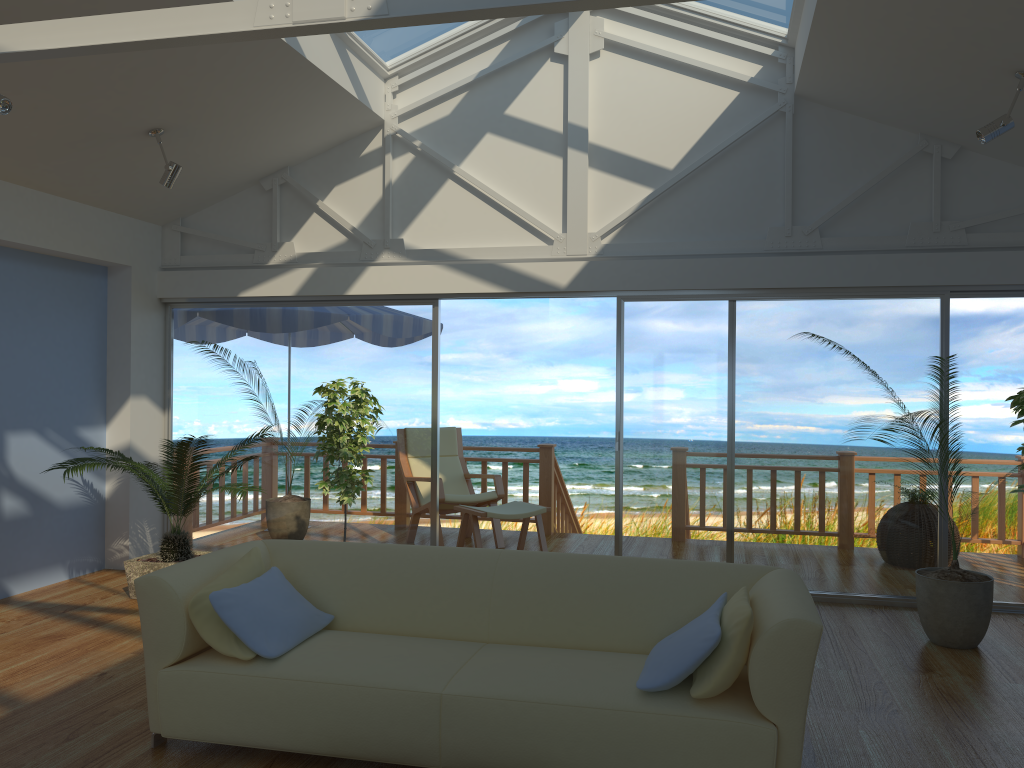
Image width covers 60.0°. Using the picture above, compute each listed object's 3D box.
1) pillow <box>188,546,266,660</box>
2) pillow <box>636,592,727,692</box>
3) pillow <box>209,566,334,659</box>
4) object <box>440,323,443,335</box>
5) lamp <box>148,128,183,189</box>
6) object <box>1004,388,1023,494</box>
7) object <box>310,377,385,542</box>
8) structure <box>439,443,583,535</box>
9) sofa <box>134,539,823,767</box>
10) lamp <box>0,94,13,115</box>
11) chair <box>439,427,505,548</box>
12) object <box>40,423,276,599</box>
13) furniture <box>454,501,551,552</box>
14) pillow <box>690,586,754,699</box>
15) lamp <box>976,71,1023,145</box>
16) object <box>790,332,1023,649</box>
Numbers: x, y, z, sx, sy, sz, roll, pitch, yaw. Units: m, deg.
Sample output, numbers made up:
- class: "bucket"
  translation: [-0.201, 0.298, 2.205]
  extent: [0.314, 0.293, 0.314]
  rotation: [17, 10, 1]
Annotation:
- class: "pillow"
  translation: [-1.014, 0.846, 3.483]
  extent: [0.275, 0.312, 0.571]
  rotation: [0, 0, 11]
- class: "pillow"
  translation: [0.604, 0.897, 3.104]
  extent: [0.272, 0.244, 0.566]
  rotation: [0, 0, 16]
- class: "pillow"
  translation: [-0.920, 0.884, 3.469]
  extent: [0.272, 0.244, 0.566]
  rotation: [0, 0, 11]
- class: "object"
  translation: [-2.084, 0.186, 8.302]
  extent: [2.775, 2.341, 2.775]
  rotation: [0, 0, 36]
- class: "lamp"
  translation: [-2.096, -1.362, 5.372]
  extent: [0.194, 0.353, 0.125]
  rotation: [1, 0, -4]
- class: "object"
  translation: [2.274, 0.683, 3.492]
  extent: [0.699, 1.409, 0.495]
  rotation: [1, 0, -34]
- class: "object"
  translation: [-1.073, 0.657, 5.797]
  extent: [0.495, 1.409, 0.699]
  rotation: [1, 0, -14]
- class: "structure"
  translation: [0.927, 1.442, 8.147]
  extent: [6.950, 2.064, 4.086]
  rotation: [0, 0, 13]
- class: "sofa"
  translation: [-0.132, 1.008, 3.415]
  extent: [2.448, 0.597, 0.950]
  rotation: [0, 0, 13]
- class: "lamp"
  translation: [-2.389, -1.380, 4.008]
  extent: [0.254, 0.327, 0.118]
  rotation: [1, 0, -4]
- class: "chair"
  translation: [-0.547, 0.879, 7.641]
  extent: [0.632, 0.982, 0.859]
  rotation: [1, 0, -32]
- class: "object"
  translation: [-2.242, 0.804, 5.760]
  extent: [1.413, 1.093, 1.488]
  rotation: [1, 0, -4]
- class: "furniture"
  translation: [-0.078, 1.158, 6.875]
  extent: [0.619, 0.427, 0.449]
  rotation: [1, 0, -32]
- class: "pillow"
  translation: [0.723, 0.861, 3.064]
  extent: [0.201, 0.311, 0.559]
  rotation: [0, 0, 14]
- class: "lamp"
  translation: [2.398, -1.337, 4.310]
  extent: [0.254, 0.327, 0.118]
  rotation: [0, 0, 31]
- class: "object"
  translation: [2.415, 0.543, 4.656]
  extent: [1.706, 1.695, 1.563]
  rotation: [1, 0, 5]
